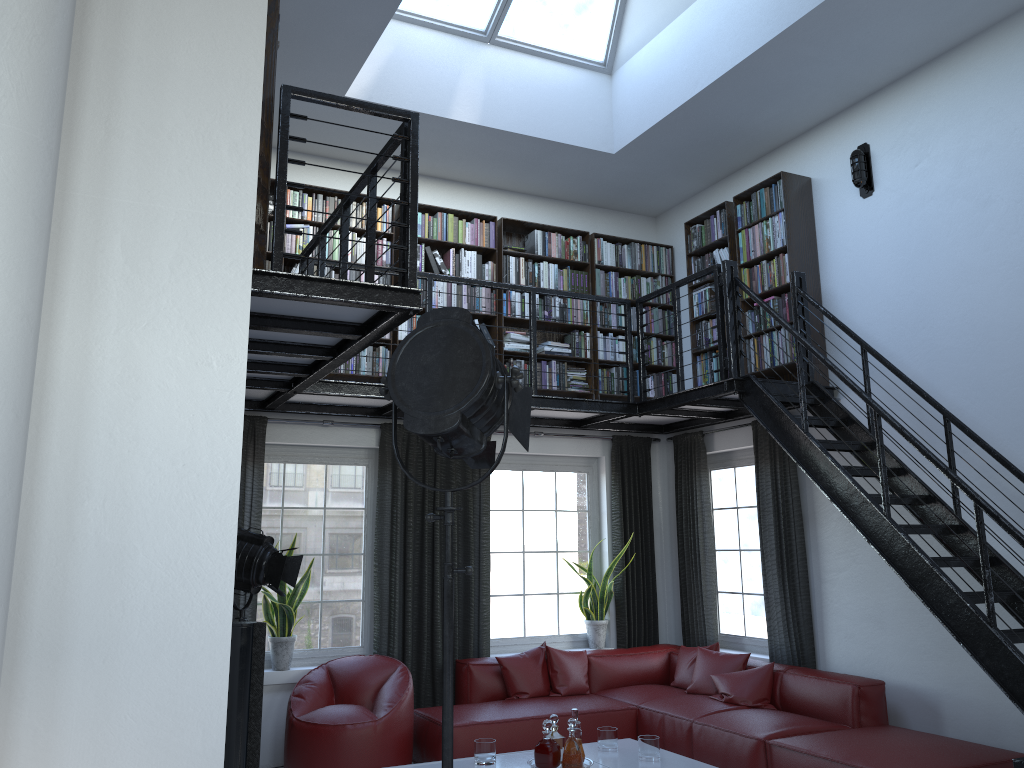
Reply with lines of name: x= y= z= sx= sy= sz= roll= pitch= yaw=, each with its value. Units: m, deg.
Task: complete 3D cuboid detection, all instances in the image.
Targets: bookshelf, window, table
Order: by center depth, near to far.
table: x=0.256 y=2.217 z=4.743 sx=1.663 sy=0.246 sz=1.158 roll=5 pitch=-12 yaw=-26
bookshelf: x=0.061 y=-0.851 z=5.981 sx=4.469 sy=1.629 sz=3.069 roll=5 pitch=-12 yaw=-26
window: x=-1.558 y=1.259 z=6.585 sx=1.165 sy=1.618 sz=0.132 roll=5 pitch=-14 yaw=-25
window: x=1.932 y=1.324 z=7.115 sx=0.133 sy=1.618 sz=1.159 roll=6 pitch=-13 yaw=-26
window: x=0.245 y=1.402 z=7.447 sx=1.165 sy=1.618 sz=0.132 roll=5 pitch=-14 yaw=-25

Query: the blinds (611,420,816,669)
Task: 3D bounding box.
blinds: x=1.649 y=1.525 z=7.085 sx=0.525 sy=2.399 sz=1.742 roll=11 pitch=-17 yaw=-43

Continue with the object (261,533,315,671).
object: x=-1.677 y=1.520 z=6.178 sx=0.553 sy=0.947 sz=0.522 roll=3 pitch=-13 yaw=-15

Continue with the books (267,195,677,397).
books: x=-0.545 y=-0.686 z=7.186 sx=4.435 sy=1.408 sz=0.240 roll=5 pitch=-13 yaw=-25

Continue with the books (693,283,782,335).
books: x=0.104 y=-0.806 z=5.873 sx=4.329 sy=1.149 sz=1.588 roll=5 pitch=-12 yaw=-26

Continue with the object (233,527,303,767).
object: x=-0.890 y=1.828 z=6.270 sx=2.896 sy=1.591 sz=0.750 roll=9 pitch=-16 yaw=-41

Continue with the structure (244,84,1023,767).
structure: x=0.407 y=0.660 z=4.946 sx=4.482 sy=3.381 sz=4.586 roll=5 pitch=-12 yaw=-26

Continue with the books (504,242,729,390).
books: x=-0.347 y=-0.783 z=6.760 sx=4.430 sy=1.440 sz=1.277 roll=4 pitch=-13 yaw=-24

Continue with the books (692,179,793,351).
books: x=0.245 y=-0.986 z=5.641 sx=4.370 sy=1.420 sz=2.191 roll=5 pitch=-12 yaw=-26

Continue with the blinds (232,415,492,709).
blinds: x=-1.273 y=1.437 z=6.445 sx=2.505 sy=2.405 sz=0.124 roll=5 pitch=-14 yaw=-25

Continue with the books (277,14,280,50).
books: x=-1.625 y=-1.149 z=4.722 sx=0.314 sy=1.434 sz=2.192 roll=5 pitch=-13 yaw=-25

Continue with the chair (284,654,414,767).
chair: x=-1.061 y=2.196 z=5.828 sx=0.829 sy=0.717 sz=0.825 roll=-6 pitch=-13 yaw=25

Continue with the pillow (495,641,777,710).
pillow: x=0.950 y=2.119 z=6.608 sx=1.955 sy=0.405 sz=0.976 roll=-4 pitch=-11 yaw=16

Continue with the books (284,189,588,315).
books: x=-0.556 y=-0.976 z=7.261 sx=2.633 sy=0.834 sz=0.212 roll=5 pitch=-13 yaw=-25

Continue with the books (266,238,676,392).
books: x=-0.546 y=-0.696 z=7.193 sx=4.430 sy=1.423 sz=0.225 roll=5 pitch=-14 yaw=-26

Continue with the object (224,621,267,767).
object: x=-0.808 y=1.318 z=2.530 sx=0.157 sy=1.231 sz=0.157 roll=-13 pitch=-17 yaw=43

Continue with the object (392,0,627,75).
object: x=0.064 y=-3.027 z=6.409 sx=2.218 sy=0.638 sz=1.178 roll=5 pitch=-12 yaw=-26

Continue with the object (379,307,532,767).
object: x=-0.149 y=0.580 z=2.451 sx=0.610 sy=1.591 sz=0.540 roll=-4 pitch=-13 yaw=17

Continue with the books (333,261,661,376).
books: x=-0.215 y=-0.519 z=7.331 sx=3.387 sy=1.131 sz=0.239 roll=5 pitch=-13 yaw=-26

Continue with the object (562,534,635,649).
object: x=0.729 y=1.705 z=7.304 sx=0.551 sy=0.947 sz=0.523 roll=9 pitch=-15 yaw=-36

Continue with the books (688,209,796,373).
books: x=0.024 y=-0.896 z=6.120 sx=4.377 sy=1.416 sz=1.162 roll=5 pitch=-13 yaw=-26

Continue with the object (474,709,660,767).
object: x=0.331 y=2.000 z=5.047 sx=1.007 sy=0.297 sz=0.509 roll=4 pitch=-12 yaw=-22

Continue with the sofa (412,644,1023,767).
sofa: x=0.980 y=2.168 z=5.565 sx=2.538 sy=0.661 sz=3.259 roll=5 pitch=-12 yaw=-26
